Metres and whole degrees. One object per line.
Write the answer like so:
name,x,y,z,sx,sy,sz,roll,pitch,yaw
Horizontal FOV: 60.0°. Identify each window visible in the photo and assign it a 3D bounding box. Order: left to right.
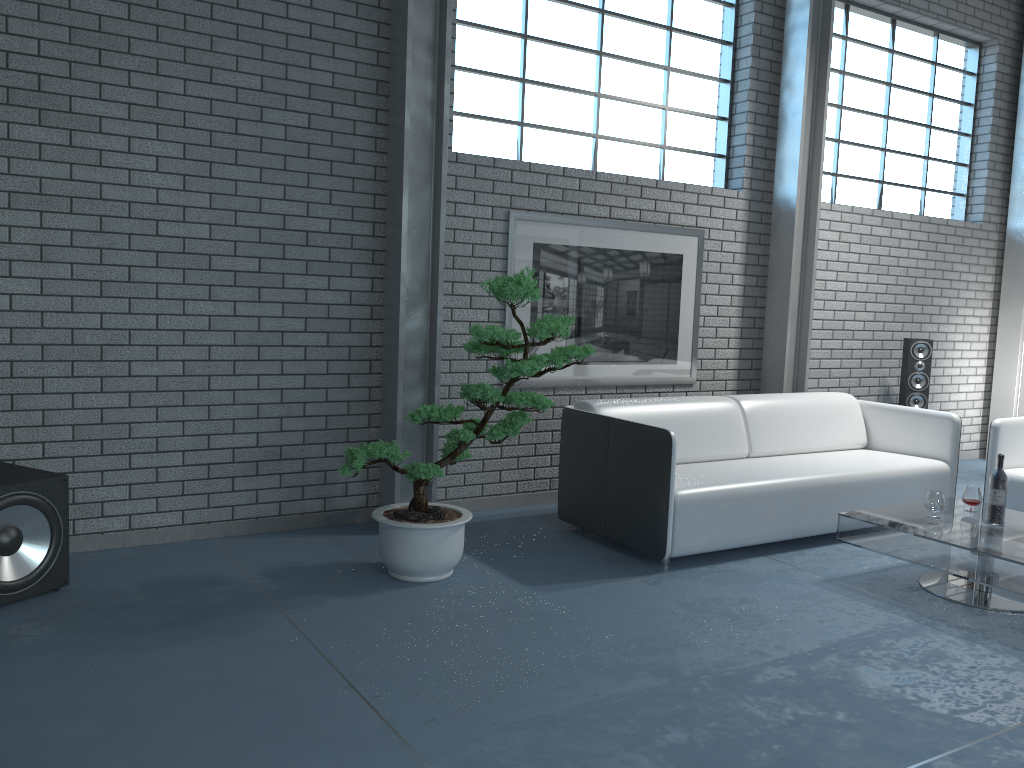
window,0.540,-2.041,5.477,2.200,1.500,0.100,-1,6,-31
window,2.927,-2.088,6.939,2.200,1.500,0.100,-1,6,-31

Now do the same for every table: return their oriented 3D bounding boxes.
table,2.115,0.781,3.953,0.900,0.300,0.900,-1,6,-31

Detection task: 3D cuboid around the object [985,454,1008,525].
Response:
object,2.187,0.471,3.990,0.079,0.316,0.079,2,5,1

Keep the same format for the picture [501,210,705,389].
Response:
picture,0.599,-0.490,5.452,1.490,1.015,0.020,-1,6,-31

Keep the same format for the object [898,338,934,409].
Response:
object,2.970,0.189,6.572,0.159,1.045,0.254,4,6,13

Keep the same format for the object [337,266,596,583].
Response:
object,-0.194,0.167,3.840,1.032,1.362,0.586,4,6,18

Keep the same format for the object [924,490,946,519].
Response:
object,1.941,0.552,4.069,0.089,0.120,0.089,5,6,24

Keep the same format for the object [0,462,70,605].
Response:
object,-2.080,0.583,3.434,0.536,0.464,0.445,5,6,28

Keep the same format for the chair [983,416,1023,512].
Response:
chair,3.255,0.505,4.933,0.919,0.661,0.767,-1,7,-34

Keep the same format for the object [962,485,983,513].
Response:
object,2.193,0.547,4.227,0.089,0.120,0.089,5,6,24

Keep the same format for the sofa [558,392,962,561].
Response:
sofa,1.421,0.428,4.983,2.238,0.661,0.919,-1,6,-31
